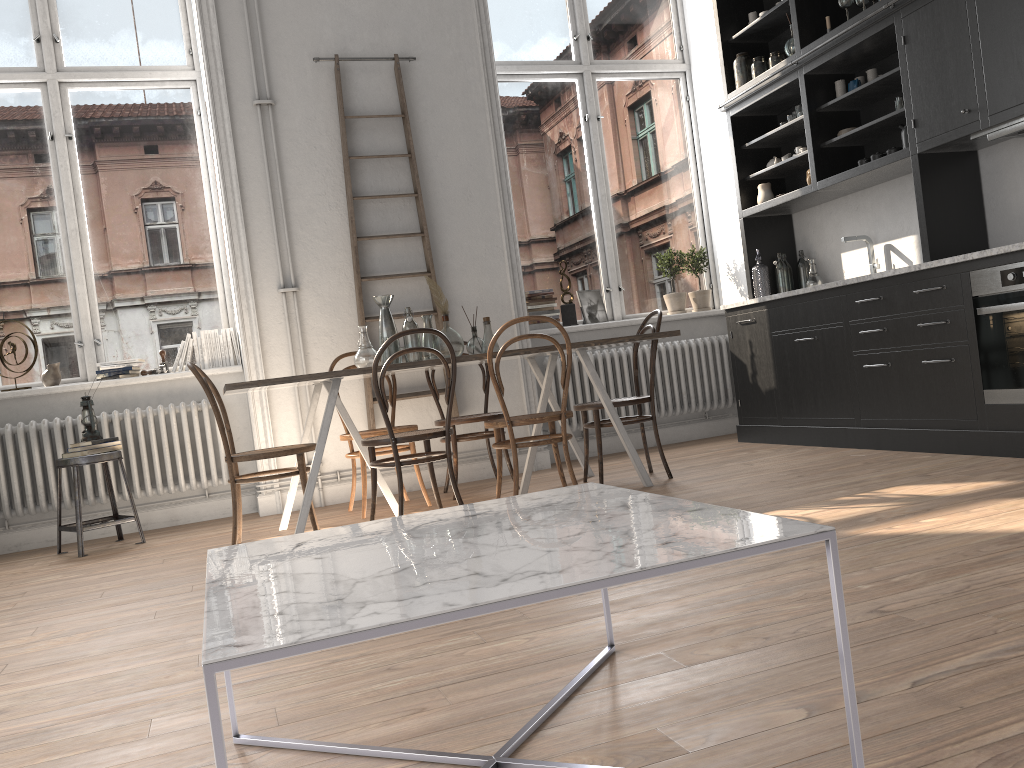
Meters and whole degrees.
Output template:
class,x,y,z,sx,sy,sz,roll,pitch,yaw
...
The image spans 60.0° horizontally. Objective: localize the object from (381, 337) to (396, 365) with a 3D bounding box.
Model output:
class,x,y,z,sx,sy,sz,roll,pitch,yaw
object,-0.647,-0.162,4.588,0.083,0.158,0.083,-8,1,-23

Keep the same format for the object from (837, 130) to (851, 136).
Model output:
class,x,y,z,sx,sy,sz,roll,pitch,yaw
object,-0.689,-0.224,4.982,5.825,1.842,0.792,-7,1,-13

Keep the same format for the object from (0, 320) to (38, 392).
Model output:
class,x,y,z,sx,sy,sz,roll,pitch,yaw
object,-2.984,-0.168,5.296,0.347,0.425,0.087,-7,1,14

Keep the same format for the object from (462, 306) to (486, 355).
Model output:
class,x,y,z,sx,sy,sz,roll,pitch,yaw
object,-0.202,-0.284,4.731,0.106,0.283,0.107,-8,1,-24

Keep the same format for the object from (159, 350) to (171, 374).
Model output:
class,x,y,z,sx,sy,sz,roll,pitch,yaw
object,-2.171,-0.138,5.527,0.088,0.153,0.048,-6,1,41

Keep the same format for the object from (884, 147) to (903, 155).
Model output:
class,x,y,z,sx,sy,sz,roll,pitch,yaw
object,2.110,-1.276,4.887,0.104,0.059,0.088,-7,1,-10

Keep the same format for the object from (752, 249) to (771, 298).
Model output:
class,x,y,z,sx,sy,sz,roll,pitch,yaw
object,1.696,-0.751,6.050,0.108,0.349,0.109,-8,1,-38

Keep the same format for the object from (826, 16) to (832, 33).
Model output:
class,x,y,z,sx,sy,sz,roll,pitch,yaw
object,1.886,-2.110,5.275,0.123,0.161,0.123,-8,1,-10

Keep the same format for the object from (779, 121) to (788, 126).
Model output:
class,x,y,z,sx,sy,sz,roll,pitch,yaw
object,1.792,-1.687,5.810,0.072,0.047,0.071,-7,1,19

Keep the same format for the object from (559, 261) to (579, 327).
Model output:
class,x,y,z,sx,sy,sz,roll,pitch,yaw
object,0.395,-0.658,6.463,0.122,0.488,0.102,-7,1,6

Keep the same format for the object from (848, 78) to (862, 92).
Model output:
class,x,y,z,sx,sy,sz,roll,pitch,yaw
object,2.018,-1.733,5.221,0.082,0.093,0.140,-7,1,36

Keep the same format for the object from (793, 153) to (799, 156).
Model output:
class,x,y,z,sx,sy,sz,roll,pitch,yaw
object,1.860,-1.479,5.733,0.085,0.016,0.085,-7,1,22

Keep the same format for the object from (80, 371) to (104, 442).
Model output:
class,x,y,z,sx,sy,sz,roll,pitch,yaw
object,-2.352,0.124,4.968,0.154,0.383,0.163,-6,1,45

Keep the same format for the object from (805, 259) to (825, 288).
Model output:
class,x,y,z,sx,sy,sz,roll,pitch,yaw
object,2.015,-0.725,5.927,0.132,0.219,0.120,-8,1,-18

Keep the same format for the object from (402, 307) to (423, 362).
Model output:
class,x,y,z,sx,sy,sz,roll,pitch,yaw
object,-0.526,-0.251,4.632,0.086,0.301,0.086,-8,1,-33

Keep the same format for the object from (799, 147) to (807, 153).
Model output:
class,x,y,z,sx,sy,sz,roll,pitch,yaw
object,1.861,-1.479,5.669,0.049,0.054,0.039,-7,1,7

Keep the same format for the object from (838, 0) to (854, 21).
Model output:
class,x,y,z,sx,sy,sz,roll,pitch,yaw
object,1.896,-2.139,5.026,0.083,0.221,0.083,-7,1,13

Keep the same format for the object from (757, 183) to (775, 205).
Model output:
class,x,y,z,sx,sy,sz,roll,pitch,yaw
object,1.726,-1.282,6.026,0.127,0.144,0.116,-8,1,-40

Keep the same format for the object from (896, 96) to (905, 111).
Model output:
class,x,y,z,sx,sy,sz,roll,pitch,yaw
object,2.126,-1.525,4.858,0.058,0.094,0.058,-7,1,21

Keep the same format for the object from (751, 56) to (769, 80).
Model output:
class,x,y,z,sx,sy,sz,roll,pitch,yaw
object,1.647,-2.084,5.885,0.114,0.155,0.114,-8,1,-15

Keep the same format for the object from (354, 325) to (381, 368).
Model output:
class,x,y,z,sx,sy,sz,roll,pitch,yaw
object,-0.731,-0.181,4.426,0.132,0.219,0.132,-8,1,-29

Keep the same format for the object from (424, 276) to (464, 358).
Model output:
class,x,y,z,sx,sy,sz,roll,pitch,yaw
object,-0.346,-0.346,4.601,0.157,0.446,0.157,-7,1,-1

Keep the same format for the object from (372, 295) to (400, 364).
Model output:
class,x,y,z,sx,sy,sz,roll,pitch,yaw
object,-0.659,-0.276,4.706,0.116,0.383,0.116,-7,1,-7

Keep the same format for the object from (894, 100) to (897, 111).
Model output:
class,x,y,z,sx,sy,sz,roll,pitch,yaw
object,2.148,-1.528,4.927,0.058,0.094,0.058,-7,1,21

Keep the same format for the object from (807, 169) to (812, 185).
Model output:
class,x,y,z,sx,sy,sz,roll,pitch,yaw
object,1.875,-1.285,5.536,0.070,0.123,0.173,-7,1,14

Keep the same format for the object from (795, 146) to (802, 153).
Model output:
class,x,y,z,sx,sy,sz,roll,pitch,yaw
object,1.857,-1.504,5.737,0.039,0.055,0.049,-7,1,2

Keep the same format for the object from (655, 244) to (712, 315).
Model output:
class,x,y,z,sx,sy,sz,roll,pitch,yaw
object,1.317,-0.798,6.780,0.500,0.524,0.234,-8,1,-29

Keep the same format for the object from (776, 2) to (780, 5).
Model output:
class,x,y,z,sx,sy,sz,roll,pitch,yaw
object,1.797,-2.472,5.905,0.059,0.135,0.082,-7,1,4

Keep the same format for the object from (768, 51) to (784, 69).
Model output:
class,x,y,z,sx,sy,sz,roll,pitch,yaw
object,1.731,-2.090,5.806,0.096,0.150,0.096,-8,1,-30

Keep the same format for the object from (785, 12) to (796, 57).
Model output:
class,x,y,z,sx,sy,sz,roll,pitch,yaw
object,1.740,-2.193,5.479,0.134,0.357,0.134,-7,1,26

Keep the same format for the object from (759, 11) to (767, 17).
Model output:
class,x,y,z,sx,sy,sz,roll,pitch,yaw
object,1.708,-2.442,5.953,0.096,0.095,0.096,-7,1,15

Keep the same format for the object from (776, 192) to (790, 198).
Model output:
class,x,y,z,sx,sy,sz,roll,pitch,yaw
object,1.848,-1.242,5.900,0.180,0.037,0.180,-8,1,-34

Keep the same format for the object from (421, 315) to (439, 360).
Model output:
class,x,y,z,sx,sy,sz,roll,pitch,yaw
object,-0.439,-0.240,4.737,0.098,0.255,0.100,-8,1,-42

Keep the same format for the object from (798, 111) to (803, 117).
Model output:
class,x,y,z,sx,sy,sz,roll,pitch,yaw
object,1.843,-1.691,5.594,0.072,0.047,0.071,-7,1,19

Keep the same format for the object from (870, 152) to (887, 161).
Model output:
class,x,y,z,sx,sy,sz,roll,pitch,yaw
object,2.058,-1.271,4.975,0.088,0.059,0.104,-8,1,-40

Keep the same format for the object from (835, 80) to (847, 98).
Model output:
class,x,y,z,sx,sy,sz,roll,pitch,yaw
object,1.983,-1.750,5.332,0.059,0.135,0.082,-6,1,39

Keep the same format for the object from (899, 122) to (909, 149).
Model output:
class,x,y,z,sx,sy,sz,roll,pitch,yaw
object,2.164,-1.348,4.772,0.124,0.192,0.129,-7,1,9

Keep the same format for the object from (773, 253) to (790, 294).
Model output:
class,x,y,z,sx,sy,sz,roll,pitch,yaw
object,1.831,-0.741,6.027,0.086,0.301,0.086,-8,1,-33

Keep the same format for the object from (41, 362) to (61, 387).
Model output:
class,x,y,z,sx,sy,sz,roll,pitch,yaw
object,-2.783,-0.053,5.357,0.100,0.142,0.102,-8,1,-44

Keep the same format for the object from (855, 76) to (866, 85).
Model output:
class,x,y,z,sx,sy,sz,roll,pitch,yaw
object,2.079,-1.763,5.308,0.082,0.135,0.059,-7,1,9

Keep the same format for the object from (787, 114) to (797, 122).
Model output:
class,x,y,z,sx,sy,sz,roll,pitch,yaw
object,1.811,-1.699,5.729,0.064,0.069,0.064,-7,1,29

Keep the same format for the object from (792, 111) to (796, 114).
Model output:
class,x,y,z,sx,sy,sz,roll,pitch,yaw
object,1.868,-1.727,5.803,0.060,0.107,0.060,-7,1,39

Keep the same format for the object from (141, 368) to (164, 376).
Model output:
class,x,y,z,sx,sy,sz,roll,pitch,yaw
object,-2.263,-0.075,5.554,0.088,0.048,0.153,-7,1,21

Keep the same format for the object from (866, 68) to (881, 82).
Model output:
class,x,y,z,sx,sy,sz,roll,pitch,yaw
object,2.117,-1.767,5.174,0.059,0.135,0.082,-8,1,-36

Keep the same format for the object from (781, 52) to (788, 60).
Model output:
class,x,y,z,sx,sy,sz,roll,pitch,yaw
object,1.811,-2.115,5.928,0.092,0.184,0.092,-7,1,37

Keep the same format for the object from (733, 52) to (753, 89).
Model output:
class,x,y,z,sx,sy,sz,roll,pitch,yaw
object,1.578,-2.117,6.013,0.118,0.238,0.118,-8,1,-33

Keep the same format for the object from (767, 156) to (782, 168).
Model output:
class,x,y,z,sx,sy,sz,roll,pitch,yaw
object,1.794,-1.497,6.038,0.140,0.100,0.125,-8,1,-37

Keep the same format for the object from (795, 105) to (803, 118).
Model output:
class,x,y,z,sx,sy,sz,roll,pitch,yaw
object,1.844,-1.722,5.664,0.060,0.107,0.060,-7,1,9

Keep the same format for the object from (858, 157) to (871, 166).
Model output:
class,x,y,z,sx,sy,sz,roll,pitch,yaw
object,2.030,-1.268,5.084,0.088,0.059,0.104,-8,1,-30

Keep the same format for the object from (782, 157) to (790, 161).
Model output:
class,x,y,z,sx,sy,sz,roll,pitch,yaw
object,1.819,-1.483,5.880,0.058,0.033,0.056,-8,1,-44

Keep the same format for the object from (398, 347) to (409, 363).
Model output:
class,x,y,z,sx,sy,sz,roll,pitch,yaw
object,-0.556,-0.141,4.518,0.058,0.094,0.058,-7,1,10

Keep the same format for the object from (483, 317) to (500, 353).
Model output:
class,x,y,z,sx,sy,sz,roll,pitch,yaw
object,-0.127,-0.259,4.835,0.101,0.212,0.101,-7,1,21

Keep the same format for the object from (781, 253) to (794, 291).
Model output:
class,x,y,z,sx,sy,sz,roll,pitch,yaw
object,1.896,-0.751,6.132,0.086,0.301,0.086,-7,1,-4

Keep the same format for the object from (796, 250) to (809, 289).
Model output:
class,x,y,z,sx,sy,sz,roll,pitch,yaw
object,1.990,-0.762,6.052,0.086,0.301,0.086,-7,1,27

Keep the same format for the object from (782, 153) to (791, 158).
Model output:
class,x,y,z,sx,sy,sz,roll,pitch,yaw
object,1.816,-1.503,5.880,0.055,0.047,0.058,-7,1,-4

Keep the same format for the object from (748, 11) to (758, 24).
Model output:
class,x,y,z,sx,sy,sz,roll,pitch,yaw
object,1.649,-2.455,6.047,0.059,0.135,0.082,-7,1,9
